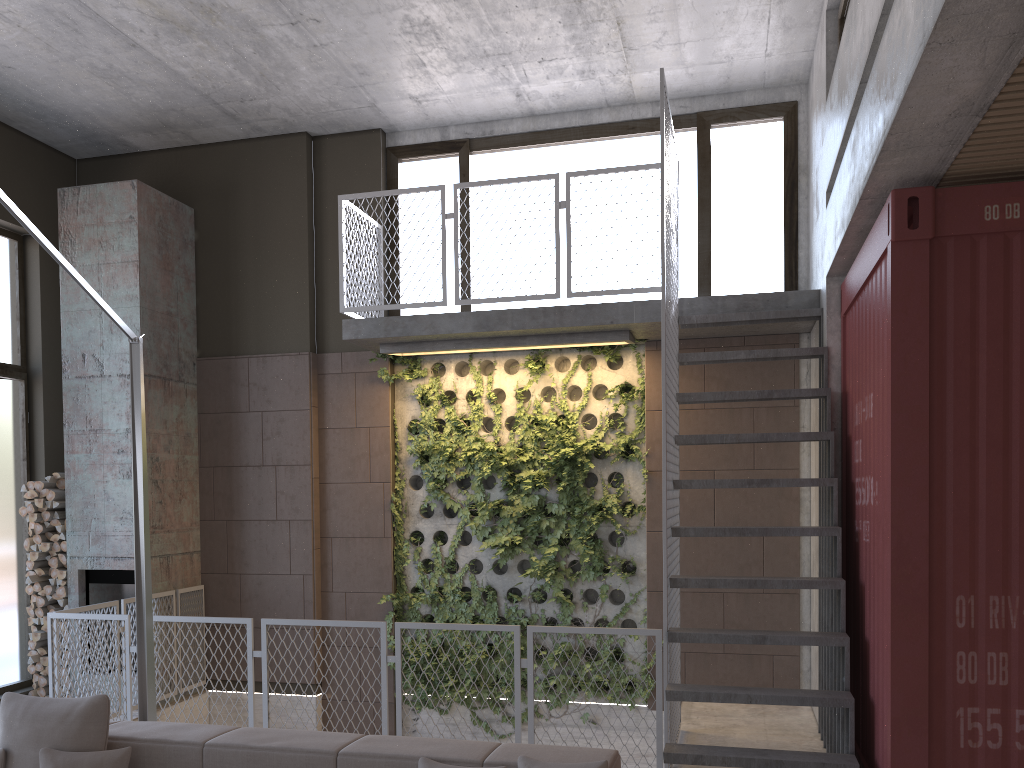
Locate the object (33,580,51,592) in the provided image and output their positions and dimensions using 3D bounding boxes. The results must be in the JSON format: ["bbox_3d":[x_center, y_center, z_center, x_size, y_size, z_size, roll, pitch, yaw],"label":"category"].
[{"bbox_3d":[-4.180,1.837,8.046,0.091,0.089,0.458,-1,-7,15],"label":"object"}]

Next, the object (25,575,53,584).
[{"bbox_3d":[-4.212,1.754,7.943,0.071,0.072,0.425,-1,-7,15],"label":"object"}]

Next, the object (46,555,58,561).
[{"bbox_3d":[-4.086,1.570,7.984,0.064,0.074,0.361,-1,-7,16],"label":"object"}]

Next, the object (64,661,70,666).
[{"bbox_3d":[-3.922,2.487,7.873,0.063,0.048,0.252,-2,-7,13],"label":"object"}]

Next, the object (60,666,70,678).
[{"bbox_3d":[-3.928,2.562,7.877,0.101,0.102,0.294,-1,-6,13],"label":"object"}]

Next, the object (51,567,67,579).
[{"bbox_3d":[-3.993,1.704,7.984,0.092,0.093,0.439,-1,-7,15],"label":"object"}]

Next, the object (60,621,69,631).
[{"bbox_3d":[-3.905,2.164,7.967,0.093,0.083,0.482,-1,-7,15],"label":"object"}]

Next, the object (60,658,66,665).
[{"bbox_3d":[-3.944,2.496,7.989,0.067,0.067,0.425,-1,-7,15],"label":"object"}]

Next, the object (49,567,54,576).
[{"bbox_3d":[-4.063,1.695,8.028,0.101,0.086,0.365,-2,-7,15],"label":"object"}]

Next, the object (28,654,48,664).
[{"bbox_3d":[-4.204,2.470,7.964,0.071,0.072,0.425,-1,-7,15],"label":"object"}]

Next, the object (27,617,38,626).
[{"bbox_3d":[-4.263,2.151,8.081,0.080,0.107,0.439,-1,-6,14],"label":"object"}]

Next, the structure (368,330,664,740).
[{"bbox_3d":[0.037,1.254,7.564,2.629,3.820,1.003,-1,1,14],"label":"structure"}]

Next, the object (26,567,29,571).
[{"bbox_3d":[-4.271,1.660,8.057,0.067,0.071,0.425,-1,-7,15],"label":"object"}]

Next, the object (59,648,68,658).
[{"bbox_3d":[-3.985,2.420,8.004,0.092,0.093,0.439,-1,-7,15],"label":"object"}]

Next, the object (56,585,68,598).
[{"bbox_3d":[-3.936,1.846,7.857,0.101,0.102,0.294,-1,-6,13],"label":"object"}]

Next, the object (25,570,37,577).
[{"bbox_3d":[-4.268,1.725,8.030,0.122,0.067,0.365,-2,-7,13],"label":"object"}]

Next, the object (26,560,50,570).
[{"bbox_3d":[-4.221,1.635,8.014,0.091,0.089,0.457,-1,-7,16],"label":"object"}]

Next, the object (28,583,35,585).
[{"bbox_3d":[-4.250,1.799,8.040,0.067,0.084,0.427,-1,-7,16],"label":"object"}]

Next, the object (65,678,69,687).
[{"bbox_3d":[-3.888,2.674,7.943,0.064,0.124,0.366,-1,-6,16],"label":"object"}]

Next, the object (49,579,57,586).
[{"bbox_3d":[-4.030,1.785,7.989,0.067,0.067,0.425,-1,-7,15],"label":"object"}]

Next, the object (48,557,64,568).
[{"bbox_3d":[-4.035,1.597,7.914,0.098,0.106,0.295,-1,-6,13],"label":"object"}]

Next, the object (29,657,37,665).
[{"bbox_3d":[-4.242,2.515,8.060,0.067,0.084,0.427,-1,-7,16],"label":"object"}]

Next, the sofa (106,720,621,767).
[{"bbox_3d":[-1.361,1.777,2.562,2.999,0.783,3.028,-2,-7,14],"label":"sofa"}]

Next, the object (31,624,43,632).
[{"bbox_3d":[-4.272,2.254,8.097,0.070,0.117,0.366,-1,-6,14],"label":"object"}]

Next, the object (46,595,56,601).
[{"bbox_3d":[-4.091,1.924,7.996,0.064,0.074,0.361,-1,-7,12],"label":"object"}]

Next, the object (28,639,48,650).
[{"bbox_3d":[-4.213,2.351,8.034,0.091,0.089,0.457,-1,-7,16],"label":"object"}]

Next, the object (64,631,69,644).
[{"bbox_3d":[-3.892,2.271,7.932,0.064,0.124,0.366,-1,-6,16],"label":"object"}]

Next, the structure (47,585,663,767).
[{"bbox_3d":[-1.000,2.157,6.788,4.430,0.933,1.937,-2,-6,14],"label":"structure"}]

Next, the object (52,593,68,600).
[{"bbox_3d":[-3.994,1.906,7.967,0.122,0.067,0.365,-2,-7,15],"label":"object"}]

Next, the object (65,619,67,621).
[{"bbox_3d":[-3.907,2.087,7.990,0.115,0.079,0.437,-2,-7,13],"label":"object"}]

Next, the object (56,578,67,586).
[{"bbox_3d":[-3.952,1.779,7.969,0.067,0.067,0.425,-1,-7,15],"label":"object"}]

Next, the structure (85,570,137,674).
[{"bbox_3d":[-3.493,2.091,7.741,0.576,0.927,0.056,-1,1,14],"label":"structure"}]

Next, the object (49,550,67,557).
[{"bbox_3d":[-4.034,1.525,7.943,0.089,0.056,0.334,-2,-7,15],"label":"object"}]

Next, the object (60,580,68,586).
[{"bbox_3d":[-3.930,1.770,7.853,0.063,0.048,0.252,-2,-7,13],"label":"object"}]

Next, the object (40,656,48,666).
[{"bbox_3d":[-4.096,2.494,8.025,0.093,0.083,0.482,-1,-7,15],"label":"object"}]

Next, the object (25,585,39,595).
[{"bbox_3d":[-4.265,1.869,8.064,0.091,0.092,0.439,-1,-7,15],"label":"object"}]

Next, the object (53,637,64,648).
[{"bbox_3d":[-4.027,2.313,7.934,0.098,0.106,0.295,-1,-6,13],"label":"object"}]

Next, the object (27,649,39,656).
[{"bbox_3d":[-4.260,2.441,8.051,0.122,0.067,0.365,-2,-7,13],"label":"object"}]

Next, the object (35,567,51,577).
[{"bbox_3d":[-4.164,1.710,8.043,0.115,0.079,0.437,-2,-7,15],"label":"object"}]

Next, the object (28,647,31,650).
[{"bbox_3d":[-4.263,2.376,8.077,0.067,0.071,0.425,-1,-7,15],"label":"object"}]

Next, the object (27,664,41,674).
[{"bbox_3d":[-4.257,2.586,8.084,0.091,0.092,0.439,-1,-7,15],"label":"object"}]

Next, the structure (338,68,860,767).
[{"bbox_3d":[0.330,0.529,6.320,3.686,4.312,3.041,-1,-1,14],"label":"structure"}]

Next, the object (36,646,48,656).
[{"bbox_3d":[-4.156,2.426,8.063,0.115,0.079,0.437,-2,-7,15],"label":"object"}]

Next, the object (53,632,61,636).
[{"bbox_3d":[-4.025,2.241,7.963,0.089,0.056,0.334,-2,-7,15],"label":"object"}]

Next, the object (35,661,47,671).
[{"bbox_3d":[-4.172,2.553,8.066,0.091,0.089,0.458,-1,-7,15],"label":"object"}]

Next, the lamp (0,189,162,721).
[{"bbox_3d":[-2.086,0.651,3.970,0.756,3.420,2.635,-1,-2,2],"label":"lamp"}]
